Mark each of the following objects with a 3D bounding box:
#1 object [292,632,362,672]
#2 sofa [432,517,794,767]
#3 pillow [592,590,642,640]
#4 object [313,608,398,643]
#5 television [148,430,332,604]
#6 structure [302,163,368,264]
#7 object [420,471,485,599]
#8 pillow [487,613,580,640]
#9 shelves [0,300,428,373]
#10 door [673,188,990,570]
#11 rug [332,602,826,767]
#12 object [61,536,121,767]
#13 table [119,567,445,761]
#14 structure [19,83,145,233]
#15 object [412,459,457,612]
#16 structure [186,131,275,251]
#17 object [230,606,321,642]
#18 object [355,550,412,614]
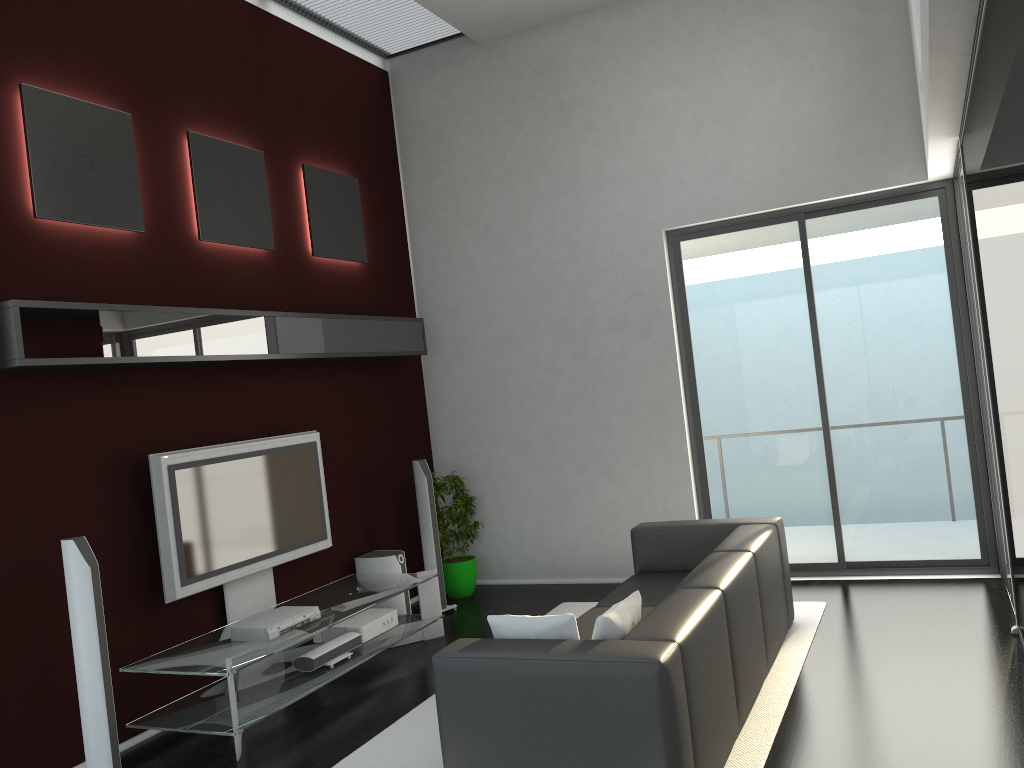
[{"bbox_3d":[-1.083,1.585,5.254,0.182,0.090,0.470,-7,0,25],"label":"object"},{"bbox_3d":[0.707,1.228,4.392,0.943,0.652,2.781,-7,0,25],"label":"sofa"},{"bbox_3d":[0.399,1.034,3.475,0.169,0.361,0.376,-7,0,27],"label":"pillow"},{"bbox_3d":[-1.023,1.592,5.846,0.412,0.106,0.449,-7,0,25],"label":"object"},{"bbox_3d":[-1.602,0.750,5.430,0.099,0.807,1.436,-7,0,25],"label":"television"},{"bbox_3d":[-1.352,-1.277,6.748,0.055,0.676,0.678,-7,0,25],"label":"structure"},{"bbox_3d":[-0.502,1.196,7.209,0.507,1.068,0.599,-7,0,10],"label":"object"},{"bbox_3d":[0.116,1.068,3.500,0.376,0.358,0.186,-7,0,26],"label":"pillow"},{"bbox_3d":[-2.324,-0.218,4.138,0.305,0.301,6.988,-7,0,25],"label":"shelves"},{"bbox_3d":[2.254,0.050,6.453,1.900,2.600,0.050,-7,0,25],"label":"door"},{"bbox_3d":[0.435,1.605,4.525,1.875,0.009,3.695,-7,0,25],"label":"rug"},{"bbox_3d":[-1.958,1.285,4.127,0.215,1.141,0.228,-7,0,10],"label":"object"},{"bbox_3d":[-1.287,1.263,5.334,0.771,1.093,2.046,-7,0,25],"label":"table"},{"bbox_3d":[-2.291,-1.180,4.744,0.055,0.676,0.678,-7,0,25],"label":"structure"},{"bbox_3d":[-0.630,1.147,6.758,0.215,1.141,0.228,-7,0,40],"label":"object"},{"bbox_3d":[-1.822,-1.229,5.746,0.055,0.676,0.678,-7,0,25],"label":"structure"},{"bbox_3d":[-1.326,1.347,4.995,0.273,0.073,0.439,-7,0,25],"label":"object"},{"bbox_3d":[-0.917,1.506,6.508,0.323,0.518,0.286,-7,0,25],"label":"object"}]
